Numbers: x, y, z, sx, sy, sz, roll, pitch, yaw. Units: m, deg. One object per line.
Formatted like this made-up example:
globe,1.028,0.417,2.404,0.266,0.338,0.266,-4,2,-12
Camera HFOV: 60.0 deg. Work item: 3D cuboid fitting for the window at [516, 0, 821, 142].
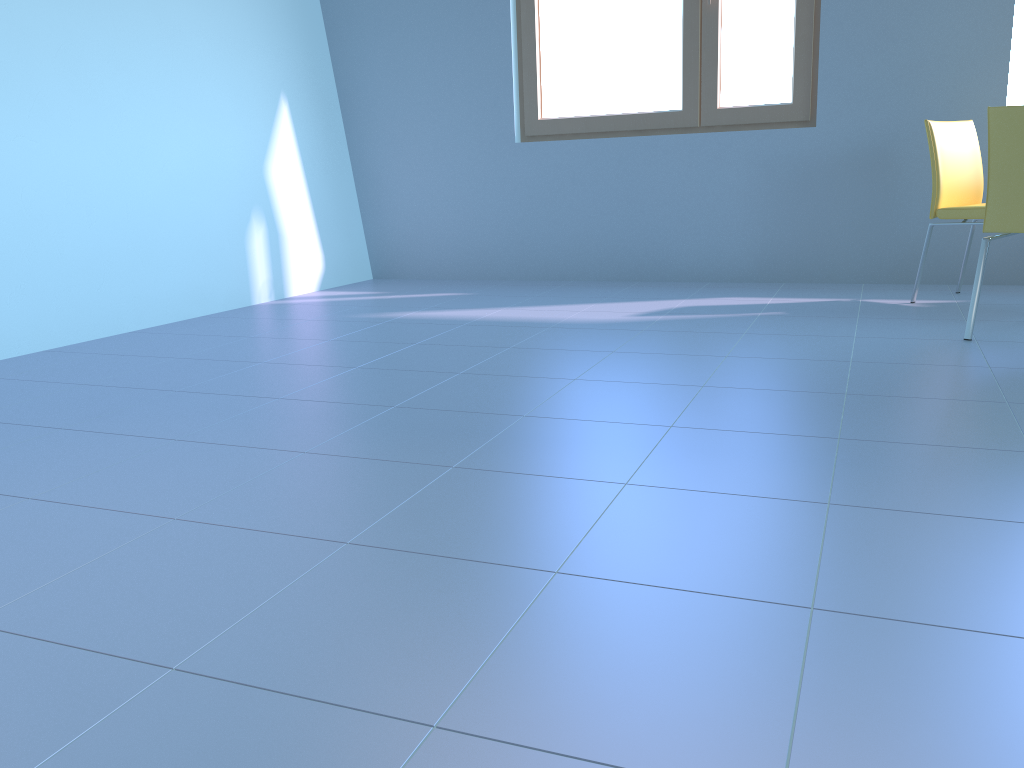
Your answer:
window,0.703,-1.839,4.230,1.475,1.263,0.142,3,15,22

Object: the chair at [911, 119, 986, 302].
chair,1.846,-0.658,3.371,0.387,0.695,0.484,-12,17,-35

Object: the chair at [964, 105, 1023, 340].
chair,1.688,-0.486,2.677,0.484,0.695,0.387,-12,17,-35
